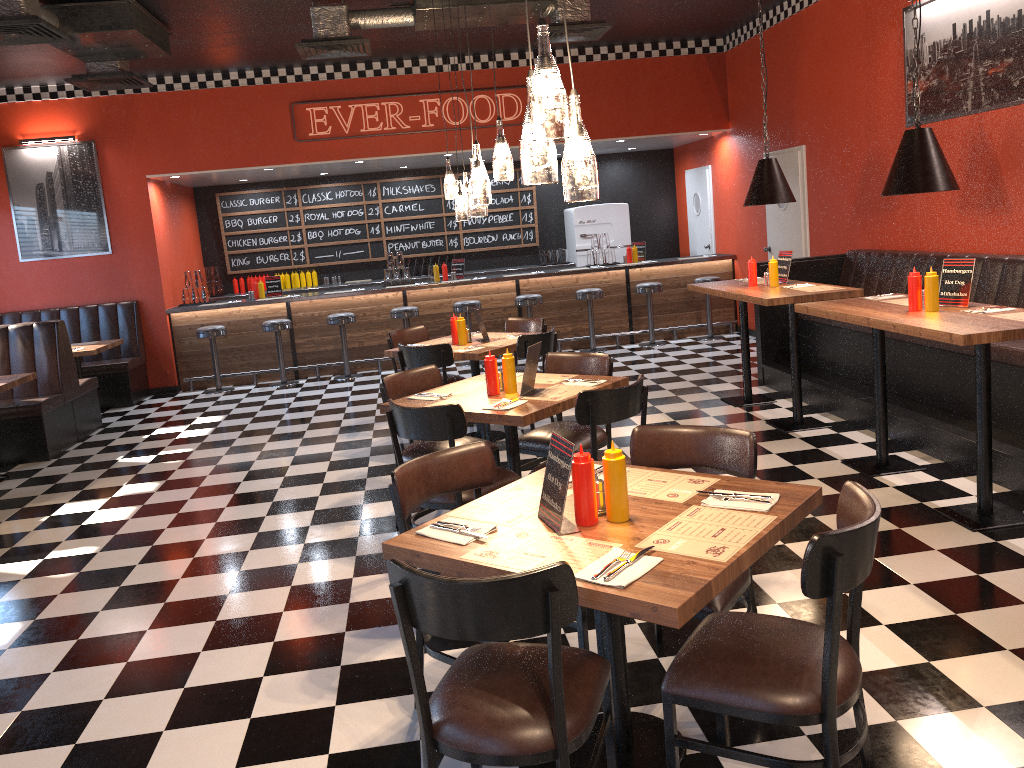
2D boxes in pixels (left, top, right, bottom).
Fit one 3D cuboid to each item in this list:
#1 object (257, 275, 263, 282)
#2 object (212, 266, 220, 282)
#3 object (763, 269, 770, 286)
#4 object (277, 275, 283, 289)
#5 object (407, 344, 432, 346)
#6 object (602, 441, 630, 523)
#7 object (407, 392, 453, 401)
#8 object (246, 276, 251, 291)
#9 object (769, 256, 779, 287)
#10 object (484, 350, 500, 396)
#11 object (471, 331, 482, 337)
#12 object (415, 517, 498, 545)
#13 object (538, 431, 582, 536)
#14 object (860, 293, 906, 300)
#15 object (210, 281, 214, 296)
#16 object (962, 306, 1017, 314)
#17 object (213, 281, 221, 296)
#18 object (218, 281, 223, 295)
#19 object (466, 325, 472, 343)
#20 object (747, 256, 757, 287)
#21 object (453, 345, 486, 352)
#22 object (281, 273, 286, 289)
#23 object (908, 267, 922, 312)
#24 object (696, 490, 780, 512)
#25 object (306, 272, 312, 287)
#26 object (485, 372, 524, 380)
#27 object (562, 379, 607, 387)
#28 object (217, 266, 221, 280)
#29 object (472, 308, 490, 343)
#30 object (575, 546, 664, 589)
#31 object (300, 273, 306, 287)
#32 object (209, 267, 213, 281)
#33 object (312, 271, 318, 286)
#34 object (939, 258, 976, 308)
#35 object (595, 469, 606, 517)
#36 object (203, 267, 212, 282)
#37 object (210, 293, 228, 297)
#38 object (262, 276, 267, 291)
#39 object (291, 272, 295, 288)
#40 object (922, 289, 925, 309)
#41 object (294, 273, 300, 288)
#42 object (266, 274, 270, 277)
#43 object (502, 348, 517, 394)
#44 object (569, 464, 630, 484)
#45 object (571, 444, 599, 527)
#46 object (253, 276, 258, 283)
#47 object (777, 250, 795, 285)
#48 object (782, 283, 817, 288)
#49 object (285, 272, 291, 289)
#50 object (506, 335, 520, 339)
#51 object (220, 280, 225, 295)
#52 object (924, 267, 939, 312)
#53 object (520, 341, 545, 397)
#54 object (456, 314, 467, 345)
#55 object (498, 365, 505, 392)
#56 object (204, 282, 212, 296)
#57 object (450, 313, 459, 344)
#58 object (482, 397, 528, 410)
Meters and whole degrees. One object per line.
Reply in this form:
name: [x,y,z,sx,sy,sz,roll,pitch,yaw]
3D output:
object: [-3.611,-1.450,12.718,0.068,0.236,0.068,-6,8,-4]
object: [-4.170,-1.549,12.451,0.105,0.207,0.106,-8,9,-21]
object: [1.987,-0.828,6.872,0.047,0.135,0.094,-7,9,-15]
object: [-3.334,-1.474,12.716,0.068,0.236,0.068,-10,9,-29]
object: [-0.722,-0.299,6.878,0.255,0.019,0.158,4,14,42]
object: [0.303,0.282,2.592,0.068,0.236,0.068,-5,8,-1]
object: [-0.426,0.062,4.761,0.255,0.019,0.158,3,13,37]
object: [-3.783,-1.443,12.766,0.068,0.236,0.068,-6,8,-4]
object: [1.993,-0.859,6.749,0.068,0.236,0.068,-10,9,-31]
object: [-0.108,-0.061,4.664,0.068,0.236,0.068,-5,8,-1]
object: [-0.328,-0.409,7.285,0.157,0.019,0.256,4,14,41]
object: [-0.148,0.430,2.614,0.255,0.019,0.158,4,14,41]
object: [0.129,0.287,2.596,0.072,0.255,0.189,-7,9,-16]
object: [2.284,-0.543,5.488,0.255,0.019,0.158,-7,10,-9]
object: [-4.267,-1.342,12.521,0.105,0.207,0.106,-8,9,-21]
object: [2.427,-0.382,4.539,0.255,0.019,0.158,-7,10,-9]
object: [-4.145,-1.335,12.423,0.105,0.207,0.106,-8,9,-21]
object: [-4.160,-1.355,12.540,0.105,0.207,0.106,-8,9,-21]
object: [-0.343,-0.390,6.866,0.047,0.135,0.094,-8,9,-16]
object: [1.883,-0.885,6.942,0.068,0.236,0.068,-10,9,-31]
object: [-0.300,-0.262,6.468,0.157,0.019,0.256,3,13,39]
object: [-3.308,-1.494,12.813,0.068,0.236,0.068,-6,8,-4]
object: [2.166,-0.511,4.764,0.068,0.236,0.068,-3,8,14]
object: [0.671,0.344,2.682,0.255,0.019,0.158,1,12,32]
object: [-2.946,-1.533,12.844,0.068,0.236,0.068,-6,8,-5]
object: [-0.052,-0.046,5.165,0.157,0.019,0.256,4,14,40]
object: [0.372,-0.013,4.778,0.255,0.019,0.158,3,13,39]
object: [-4.193,-1.568,12.565,0.105,0.207,0.106,-8,9,-21]
object: [-0.239,-0.460,6.855,0.072,0.255,0.189,-7,9,-16]
object: [0.282,0.456,2.261,0.157,0.019,0.256,3,13,38]
object: [-3.029,-1.522,12.826,0.068,0.236,0.068,-6,8,-8]
object: [-4.283,-1.557,12.551,0.105,0.207,0.106,-8,9,-21]
object: [-2.861,-1.542,12.855,0.068,0.236,0.068,-6,8,-4]
object: [2.400,-0.547,4.789,0.072,0.255,0.189,-9,10,-27]
object: [0.252,0.323,2.682,0.047,0.135,0.094,-8,9,-16]
object: [-4.280,-1.536,12.433,0.105,0.207,0.106,-8,9,-21]
object: [-4.197,-1.251,12.525,0.273,0.018,0.440,-6,10,-6]
object: [-3.573,-1.470,12.808,0.068,0.236,0.068,-6,8,-5]
object: [-3.164,-1.512,12.839,0.068,0.236,0.068,-10,9,-29]
object: [2.261,-0.475,4.805,0.047,0.135,0.094,-8,9,-16]
object: [-3.104,-1.507,12.784,0.068,0.236,0.068,-10,9,-29]
object: [-3.504,-1.465,12.747,0.068,0.236,0.068,-6,8,-4]
object: [-0.015,-0.071,4.673,0.068,0.236,0.068,-5,8,-1]
object: [0.277,0.314,3.042,0.157,0.019,0.256,4,13,40]
object: [0.210,0.292,2.584,0.068,0.236,0.068,-5,8,-1]
object: [-3.688,-1.453,12.773,0.068,0.236,0.068,-6,8,-4]
object: [2.115,-0.910,6.913,0.072,0.255,0.189,-7,9,-15]
object: [2.119,-0.732,6.600,0.255,0.019,0.158,-7,10,-9]
object: [-3.238,-1.496,12.785,0.068,0.236,0.068,-6,8,-8]
object: [0.054,-0.368,6.876,0.255,0.019,0.158,2,12,33]
object: [-4.162,-1.376,12.655,0.105,0.207,0.106,-8,9,-21]
object: [2.221,-0.502,4.688,0.068,0.236,0.068,-5,8,3]
object: [0.099,-0.080,4.617,0.072,0.255,0.189,-2,9,23]
object: [-0.383,-0.418,6.749,0.068,0.236,0.068,-4,8,8]
object: [-0.051,-0.033,4.774,0.047,0.135,0.094,3,12,43]
object: [-4.259,-1.320,12.399,0.105,0.207,0.106,-8,9,-21]
object: [-0.438,-0.427,6.825,0.068,0.236,0.068,1,10,36]
object: [-0.023,0.093,4.393,0.157,0.019,0.257,1,12,31]
